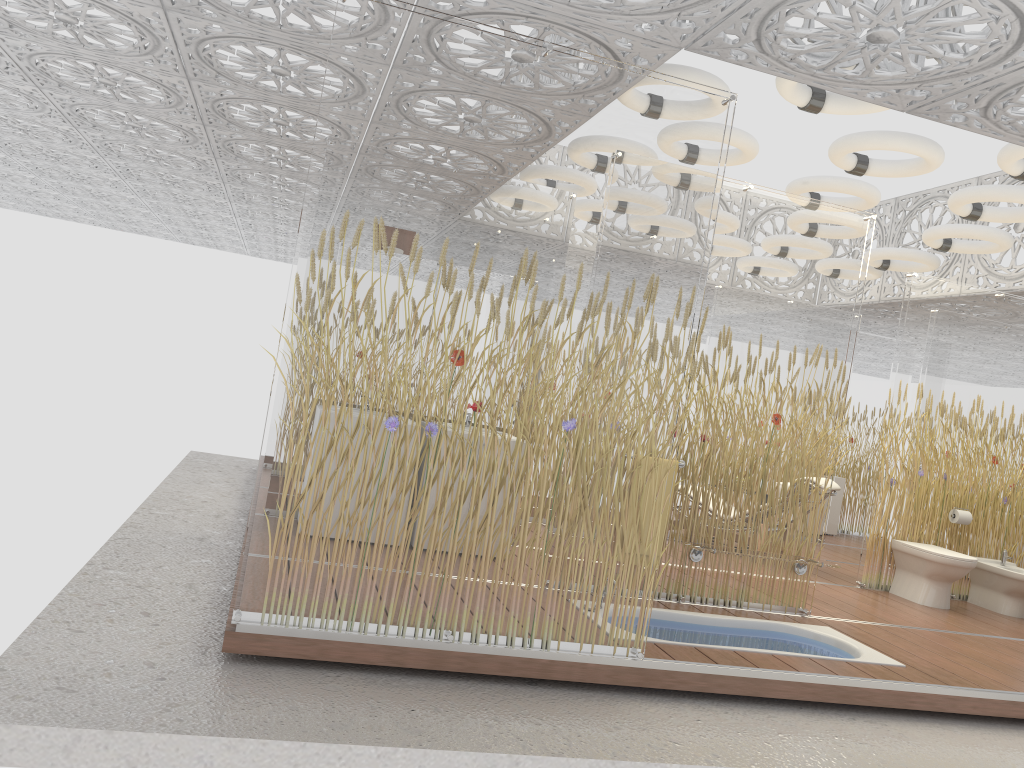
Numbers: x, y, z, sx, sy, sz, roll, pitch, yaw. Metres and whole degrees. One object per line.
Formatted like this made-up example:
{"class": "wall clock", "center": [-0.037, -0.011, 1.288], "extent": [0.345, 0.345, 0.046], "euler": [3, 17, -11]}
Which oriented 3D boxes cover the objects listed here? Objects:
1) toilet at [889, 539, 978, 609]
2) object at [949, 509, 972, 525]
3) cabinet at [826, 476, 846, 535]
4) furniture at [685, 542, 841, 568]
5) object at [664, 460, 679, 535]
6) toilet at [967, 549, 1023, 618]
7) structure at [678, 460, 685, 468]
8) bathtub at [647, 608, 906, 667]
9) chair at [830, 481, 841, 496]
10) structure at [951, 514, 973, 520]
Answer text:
{"class": "toilet", "center": [3.332, 1.524, 6.984], "extent": [0.401, 0.437, 0.611], "euler": [10, 0, -15]}
{"class": "object", "center": [3.699, 1.098, 7.316], "extent": [0.131, 0.115, 0.115], "euler": [10, 0, -15]}
{"class": "cabinet", "center": [3.758, 1.470, 11.096], "extent": [0.595, 0.712, 0.358], "euler": [10, 0, -15]}
{"class": "furniture", "center": [1.521, 1.036, 5.367], "extent": [0.977, 0.014, 0.178], "euler": [10, 0, -15]}
{"class": "object", "center": [0.803, 0.757, 5.263], "extent": [0.283, 0.656, 0.042], "euler": [10, 0, -15]}
{"class": "toilet", "center": [4.057, 1.619, 7.176], "extent": [0.401, 0.506, 0.611], "euler": [10, 0, -15]}
{"class": "structure", "center": [0.846, 0.452, 5.291], "extent": [0.442, 0.047, 0.078], "euler": [10, 0, -15]}
{"class": "bathtub", "center": [1.196, 1.474, 4.875], "extent": [1.700, 0.582, 0.700], "euler": [10, 0, -15]}
{"class": "chair", "center": [1.996, 1.115, 8.145], "extent": [1.787, 0.811, 0.635], "euler": [9, -1, 35]}
{"class": "structure", "center": [3.711, 1.101, 7.348], "extent": [0.215, 0.047, 0.080], "euler": [10, 0, -15]}
